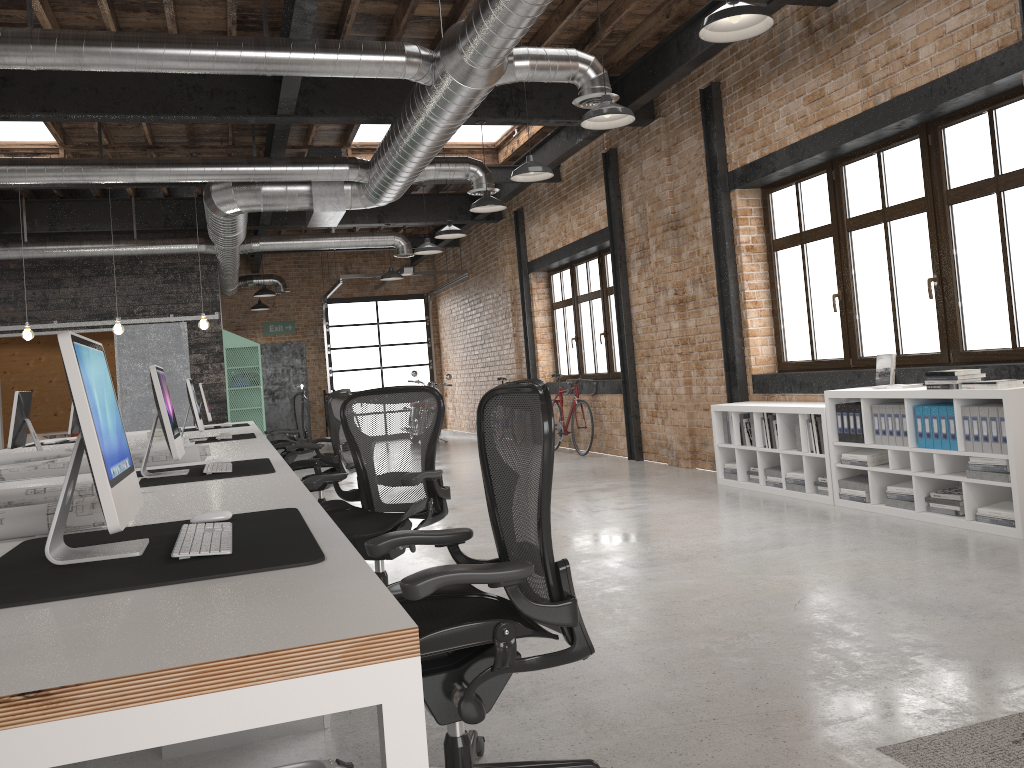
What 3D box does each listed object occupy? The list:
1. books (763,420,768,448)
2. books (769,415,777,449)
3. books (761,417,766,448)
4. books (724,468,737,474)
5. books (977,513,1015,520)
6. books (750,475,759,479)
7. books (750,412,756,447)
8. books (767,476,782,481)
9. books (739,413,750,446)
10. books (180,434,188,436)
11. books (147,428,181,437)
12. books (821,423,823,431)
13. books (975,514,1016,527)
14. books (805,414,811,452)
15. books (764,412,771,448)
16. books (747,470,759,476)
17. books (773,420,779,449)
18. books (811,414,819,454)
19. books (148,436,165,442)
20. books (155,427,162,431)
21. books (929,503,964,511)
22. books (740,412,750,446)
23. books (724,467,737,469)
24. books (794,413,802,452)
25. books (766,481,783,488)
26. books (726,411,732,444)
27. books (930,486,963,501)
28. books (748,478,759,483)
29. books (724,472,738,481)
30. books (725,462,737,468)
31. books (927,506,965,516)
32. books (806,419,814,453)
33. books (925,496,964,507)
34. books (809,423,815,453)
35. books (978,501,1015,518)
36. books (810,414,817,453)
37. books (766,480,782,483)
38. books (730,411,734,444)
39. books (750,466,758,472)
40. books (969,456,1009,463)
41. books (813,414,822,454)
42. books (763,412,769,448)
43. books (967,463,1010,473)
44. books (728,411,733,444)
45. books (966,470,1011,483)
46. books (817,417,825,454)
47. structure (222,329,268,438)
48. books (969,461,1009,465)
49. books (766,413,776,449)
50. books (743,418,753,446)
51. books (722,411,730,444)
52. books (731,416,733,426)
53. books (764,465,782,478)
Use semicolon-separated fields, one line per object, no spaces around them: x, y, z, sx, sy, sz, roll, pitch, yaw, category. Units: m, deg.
2.088;0.399;7.041;0.162;0.240;0.054;-4;-2;-13;books
2.141;0.375;6.950;0.222;0.283;0.061;-4;-2;-13;books
2.086;0.388;7.073;0.182;0.262;0.056;-4;-2;-13;books
1.962;0.720;7.525;0.207;0.067;0.275;-5;1;-17;books
2.780;0.716;4.941;0.219;0.034;0.259;-5;1;-17;books
2.077;0.745;7.228;0.164;0.047;0.238;-5;1;-17;books
2.085;0.341;7.234;0.259;0.352;0.065;-4;-2;-13;books
2.156;0.723;6.922;0.214;0.046;0.251;-5;1;-17;books
2.016;0.379;7.370;0.222;0.283;0.061;-4;-2;-13;books
-3.142;0.479;8.128;0.243;0.019;0.205;-4;1;20;books
-2.914;0.406;7.419;0.193;0.044;0.257;-5;1;0;books
2.320;0.390;6.315;0.197;0.240;0.058;-4;-2;-13;books
2.777;0.743;4.947;0.207;0.061;0.274;-5;1;-17;books
2.288;0.357;6.521;0.259;0.305;0.040;-4;-2;-13;books
2.139;0.339;7.016;0.259;0.353;0.070;-4;-2;-13;books
2.094;0.715;7.248;0.222;0.055;0.281;-5;1;-17;books
2.149;0.396;6.915;0.197;0.240;0.058;-4;-2;-13;books
2.310;0.333;6.416;0.259;0.353;0.070;-4;-2;-13;books
-2.927;0.455;7.396;0.200;0.050;0.271;-5;1;-20;books
-2.931;0.376;7.417;0.153;0.030;0.184;-5;1;-20;books
2.670;0.721;5.339;0.164;0.047;0.238;-5;1;-17;books
2.023;0.342;7.407;0.272;0.355;0.062;-4;-2;-13;books
1.965;0.693;7.519;0.219;0.039;0.260;-5;1;-17;books
2.256;0.335;6.634;0.259;0.352;0.065;-4;-2;-13;books
2.153;0.768;6.932;0.207;0.061;0.274;-5;1;-17;books
1.972;0.354;7.592;0.249;0.333;0.060;-4;-2;-13;books
2.688;0.659;5.336;0.199;0.055;0.239;-5;1;-17;books
2.083;0.774;7.242;0.184;0.050;0.261;-5;1;-17;books
1.970;0.770;7.532;0.217;0.072;0.289;-5;1;-18;books
1.964;0.675;7.516;0.214;0.052;0.251;-5;1;-17;books
2.676;0.750;5.353;0.184;0.050;0.261;-5;1;-17;books
2.257;0.382;6.473;0.182;0.262;0.056;-4;-2;-13;books
2.687;0.691;5.359;0.222;0.055;0.281;-5;1;-17;books
2.260;0.393;6.441;0.162;0.240;0.054;-4;-2;-13;books
2.779;0.698;4.937;0.214;0.046;0.251;-5;1;-17;books
2.301;0.332;6.438;0.258;0.355;0.049;-4;-2;-13;books
2.157;0.741;6.926;0.219;0.034;0.259;-5;1;-17;books
1.993;0.368;7.541;0.259;0.305;0.040;-4;-2;-13;books
2.095;0.682;7.225;0.199;0.055;0.239;-5;1;-17;books
2.737;0.404;4.944;0.214;0.052;0.251;-5;1;-17;books
2.318;0.332;6.387;0.272;0.355;0.062;-4;-2;-13;books
2.130;0.338;7.038;0.258;0.355;0.049;-4;-2;-13;books
2.734;0.449;4.953;0.207;0.067;0.275;-5;1;-17;books
1.987;0.363;7.563;0.265;0.315;0.025;-4;-2;-13;books
2.742;0.500;4.960;0.217;0.072;0.289;-5;1;-18;books
2.312;0.369;6.350;0.222;0.283;0.061;-4;-2;-13;books
-4.131;0.213;13.746;0.557;2.104;1.115;-4;-2;-18;structure
2.737;0.422;4.948;0.219;0.039;0.260;-5;1;-17;books
2.147;0.338;6.987;0.272;0.355;0.062;-4;-2;-13;books
2.025;0.401;7.335;0.197;0.240;0.058;-4;-2;-13;books
1.961;0.345;7.654;0.259;0.352;0.065;-4;-2;-13;books
1.961;0.393;7.493;0.182;0.262;0.056;-4;-2;-13;books
2.151;0.687;6.942;0.217;0.078;0.290;-5;1;-18;books
